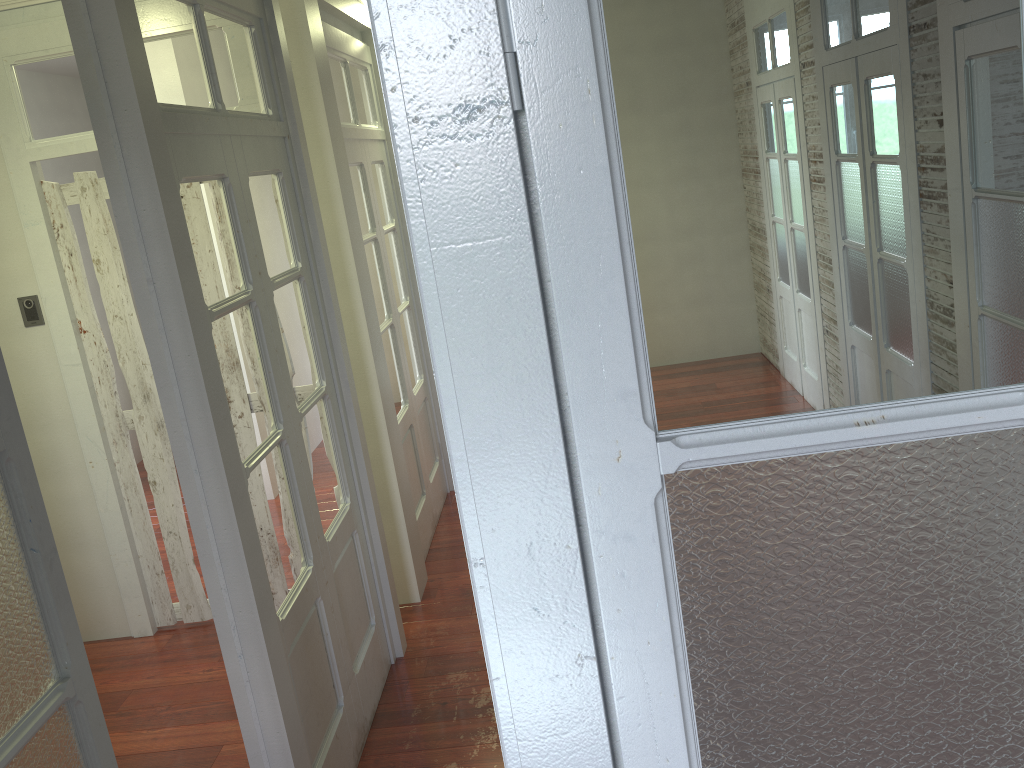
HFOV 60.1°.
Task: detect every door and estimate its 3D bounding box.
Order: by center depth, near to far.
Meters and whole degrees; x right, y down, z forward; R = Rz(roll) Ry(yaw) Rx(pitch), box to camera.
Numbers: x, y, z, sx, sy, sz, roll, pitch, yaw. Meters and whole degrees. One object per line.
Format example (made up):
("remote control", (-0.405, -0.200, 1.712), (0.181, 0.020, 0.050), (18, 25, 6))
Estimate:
("door", (0.648, 0.490, 0.931), (1.057, 2.156, 0.041), (-8, 12, 5))
("door", (-1.173, 0.732, 1.132), (1.192, 2.158, 0.485), (-14, 13, -20))
("door", (-0.690, 0.262, 2.830), (0.041, 2.063, 1.089), (-8, 12, 5))
("door", (-0.591, -0.210, 4.577), (0.041, 2.063, 1.089), (-8, 12, 5))
